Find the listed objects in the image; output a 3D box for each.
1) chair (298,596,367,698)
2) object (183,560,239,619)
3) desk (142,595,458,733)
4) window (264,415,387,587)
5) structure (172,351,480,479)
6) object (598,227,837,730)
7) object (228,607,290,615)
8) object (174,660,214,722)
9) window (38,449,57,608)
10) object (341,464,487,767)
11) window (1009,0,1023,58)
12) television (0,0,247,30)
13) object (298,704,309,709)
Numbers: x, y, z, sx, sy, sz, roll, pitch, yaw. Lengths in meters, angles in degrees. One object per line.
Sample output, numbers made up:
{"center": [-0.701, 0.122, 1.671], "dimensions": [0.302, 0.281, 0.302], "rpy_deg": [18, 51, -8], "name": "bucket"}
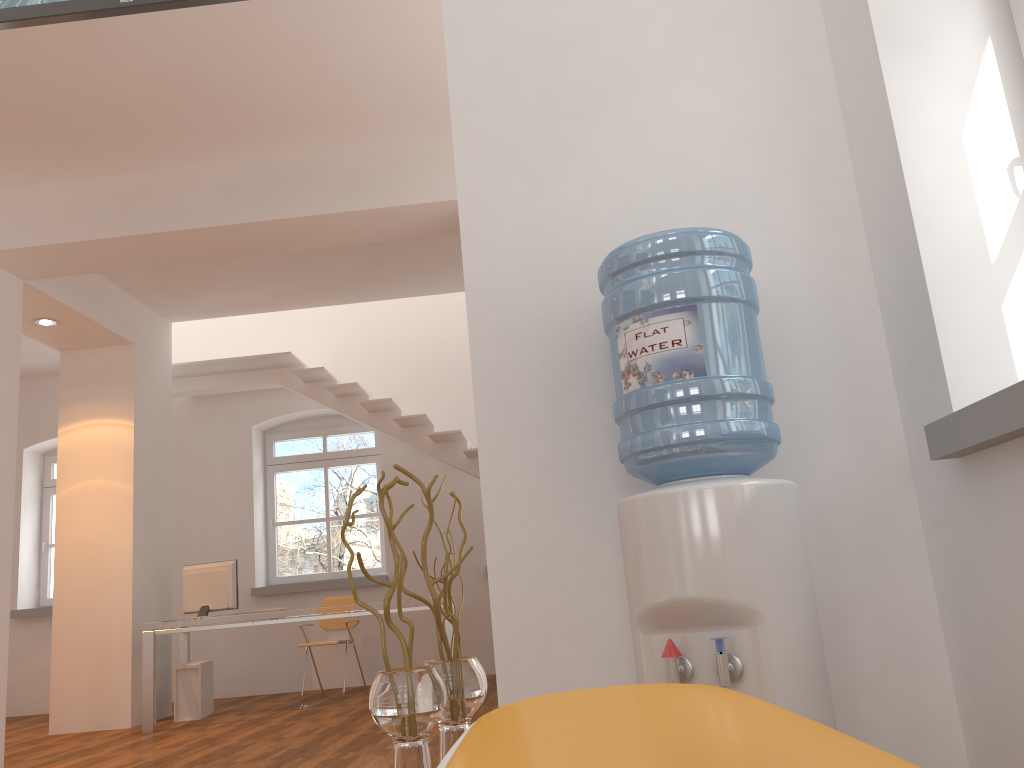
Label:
{"center": [-1.614, 2.327, 7.902], "dimensions": [0.495, 0.829, 0.464], "rpy_deg": [-9, -14, 17], "name": "chair"}
{"center": [-2.389, 1.602, 6.890], "dimensions": [0.516, 0.418, 0.245], "rpy_deg": [-14, -16, 31], "name": "object"}
{"center": [-1.577, 2.148, 6.963], "dimensions": [2.239, 0.750, 1.092], "rpy_deg": [-3, -14, -7], "name": "desk"}
{"center": [-1.926, 1.184, 9.214], "dimensions": [1.308, 1.737, 0.142], "rpy_deg": [-6, -13, 2], "name": "window"}
{"center": [-1.022, 0.950, 7.075], "dimensions": [4.630, 3.042, 3.450], "rpy_deg": [-6, -13, 2], "name": "structure"}
{"center": [0.463, 0.400, 2.034], "dimensions": [0.436, 1.490, 0.436], "rpy_deg": [-2, -14, -12], "name": "object"}
{"center": [-2.063, 1.857, 7.243], "dimensions": [0.467, 0.031, 0.200], "rpy_deg": [-8, -14, 12], "name": "object"}
{"center": [-2.519, 2.430, 7.035], "dimensions": [0.200, 0.422, 0.474], "rpy_deg": [-3, -14, -7], "name": "object"}
{"center": [-4.320, 1.426, 9.312], "dimensions": [1.308, 1.737, 0.142], "rpy_deg": [-6, -13, 2], "name": "window"}
{"center": [-0.211, 0.779, 2.546], "dimensions": [0.284, 1.112, 0.655], "rpy_deg": [-11, -15, 23], "name": "object"}
{"center": [1.241, -0.876, 1.559], "dimensions": [0.142, 1.627, 1.302], "rpy_deg": [-6, -13, 2], "name": "window"}
{"center": [-1.217, -1.552, 2.712], "dimensions": [1.388, 0.803, 0.266], "rpy_deg": [-6, -13, 2], "name": "television"}
{"center": [-1.633, 2.526, 6.941], "dimensions": [0.054, 0.035, 0.115], "rpy_deg": [-8, -14, 12], "name": "object"}
